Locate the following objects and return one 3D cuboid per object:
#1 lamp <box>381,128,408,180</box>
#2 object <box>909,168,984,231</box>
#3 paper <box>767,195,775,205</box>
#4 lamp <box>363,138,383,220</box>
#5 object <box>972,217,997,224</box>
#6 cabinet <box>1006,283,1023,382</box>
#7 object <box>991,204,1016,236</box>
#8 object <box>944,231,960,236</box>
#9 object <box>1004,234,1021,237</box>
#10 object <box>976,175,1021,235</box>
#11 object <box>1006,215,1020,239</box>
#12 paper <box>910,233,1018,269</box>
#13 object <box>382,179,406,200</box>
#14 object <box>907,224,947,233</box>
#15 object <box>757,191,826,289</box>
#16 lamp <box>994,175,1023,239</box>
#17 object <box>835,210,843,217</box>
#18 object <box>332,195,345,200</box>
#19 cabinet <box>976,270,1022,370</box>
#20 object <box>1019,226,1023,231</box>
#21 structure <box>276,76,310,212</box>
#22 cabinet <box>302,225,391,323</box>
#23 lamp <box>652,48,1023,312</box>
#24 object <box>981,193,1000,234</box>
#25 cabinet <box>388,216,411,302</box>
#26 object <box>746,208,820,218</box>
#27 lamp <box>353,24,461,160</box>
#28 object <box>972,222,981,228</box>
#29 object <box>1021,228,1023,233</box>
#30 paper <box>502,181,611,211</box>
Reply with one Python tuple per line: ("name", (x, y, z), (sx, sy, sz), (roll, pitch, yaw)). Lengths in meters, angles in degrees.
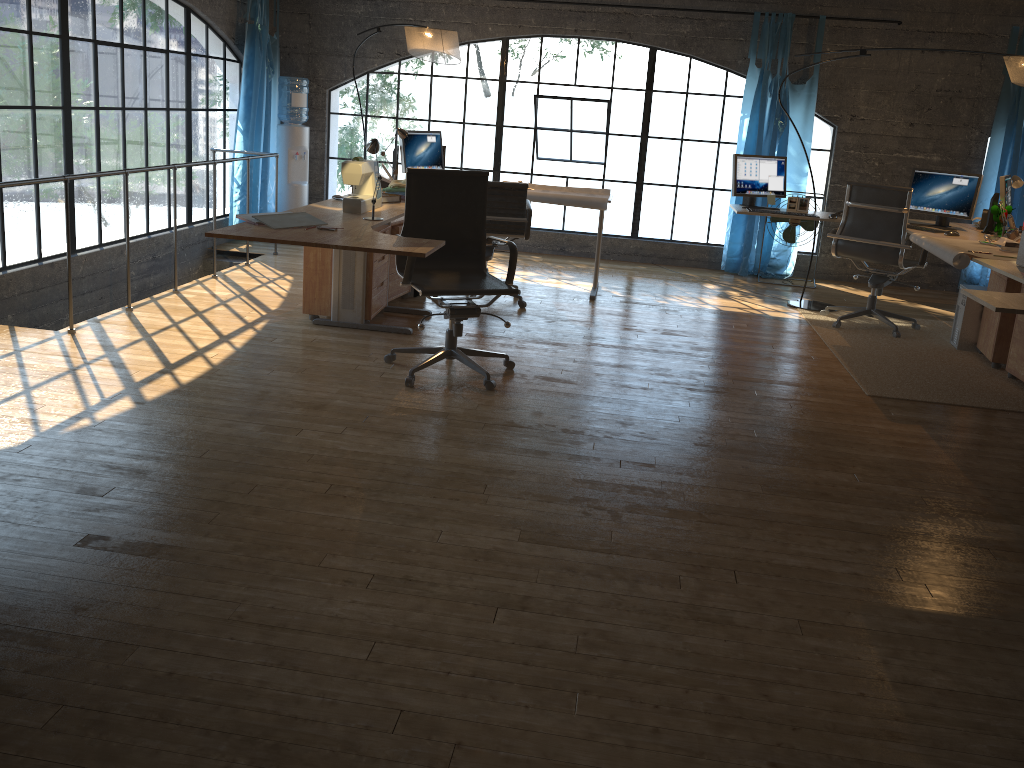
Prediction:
("lamp", (-0.852, -1.636, 6.342), (0.207, 0.400, 0.107), (-2, 14, -25))
("object", (2.988, -1.287, 6.146), (0.287, 0.382, 0.477), (-9, 20, -41))
("paper", (1.946, -1.380, 6.617), (0.077, 0.073, 0.019), (-2, 14, -22))
("lamp", (-0.696, -1.034, 4.463), (0.105, 0.400, 0.212), (3, 14, -6))
("object", (3.398, -1.168, 6.327), (0.144, 0.031, 0.155), (8, 18, 11))
("cabinet", (3.091, -0.227, 4.908), (0.427, 0.560, 0.436), (5, 14, 5))
("object", (3.266, -1.107, 5.911), (0.247, 0.216, 0.117), (-6, 17, -32))
("object", (2.840, -0.973, 5.698), (0.101, 0.033, 0.060), (-1, 17, -17))
("object", (3.325, -0.985, 5.856), (0.132, 0.025, 0.135), (6, 17, 7))
("object", (3.422, -1.250, 6.130), (0.288, 0.382, 0.476), (13, 18, 31))
("object", (3.254, -1.019, 5.732), (0.084, 0.156, 0.084), (3, 14, -4))
("paper", (2.718, -0.768, 5.115), (0.582, 0.111, 0.870), (6, 17, 7))
("object", (-0.659, -1.224, 5.531), (0.256, 0.127, 0.258), (7, 17, 10))
("object", (2.735, -1.071, 6.021), (0.187, 0.011, 0.501), (-5, 19, -26))
("object", (2.479, -1.316, 7.851), (0.491, 0.785, 0.592), (7, 15, 12))
("lamp", (3.248, -1.164, 5.783), (0.106, 0.400, 0.211), (8, 14, 18))
("object", (2.481, -1.255, 6.433), (0.282, 0.079, 0.416), (17, 22, 37))
("object", (-0.980, -1.096, 5.220), (0.183, 0.025, 0.076), (17, 21, 36))
("cabinet", (3.186, -0.377, 5.408), (0.474, 0.560, 0.433), (8, 15, 15))
("object", (3.682, -1.105, 6.269), (0.135, 0.056, 0.157), (11, 18, 22))
("structure", (-2.089, -2.160, 8.394), (0.329, 1.445, 0.331), (11, 14, 27))
("cabinet", (-1.009, -0.686, 5.425), (0.427, 0.560, 0.435), (5, 14, 5))
("lamp", (1.521, -1.947, 7.785), (0.387, 1.891, 6.353), (-5, 19, -35))
("object", (3.241, -1.154, 5.965), (0.085, 0.272, 0.086), (-5, 16, -36))
("cabinet", (-0.914, -0.837, 5.925), (0.473, 0.560, 0.433), (8, 15, 14))
("object", (1.943, -1.231, 6.344), (0.491, 0.011, 0.191), (6, 18, 7))
("lamp", (-1.919, -2.591, 9.044), (0.386, 1.891, 6.371), (-2, 18, -27))
("object", (3.418, -1.133, 6.330), (0.204, 0.035, 0.209), (6, 17, 5))
("object", (3.336, -0.978, 5.753), (0.098, 0.077, 0.036), (-7, 17, -34))
("paper", (0.303, -1.421, 6.635), (0.852, 0.111, 0.595), (6, 17, 7))
